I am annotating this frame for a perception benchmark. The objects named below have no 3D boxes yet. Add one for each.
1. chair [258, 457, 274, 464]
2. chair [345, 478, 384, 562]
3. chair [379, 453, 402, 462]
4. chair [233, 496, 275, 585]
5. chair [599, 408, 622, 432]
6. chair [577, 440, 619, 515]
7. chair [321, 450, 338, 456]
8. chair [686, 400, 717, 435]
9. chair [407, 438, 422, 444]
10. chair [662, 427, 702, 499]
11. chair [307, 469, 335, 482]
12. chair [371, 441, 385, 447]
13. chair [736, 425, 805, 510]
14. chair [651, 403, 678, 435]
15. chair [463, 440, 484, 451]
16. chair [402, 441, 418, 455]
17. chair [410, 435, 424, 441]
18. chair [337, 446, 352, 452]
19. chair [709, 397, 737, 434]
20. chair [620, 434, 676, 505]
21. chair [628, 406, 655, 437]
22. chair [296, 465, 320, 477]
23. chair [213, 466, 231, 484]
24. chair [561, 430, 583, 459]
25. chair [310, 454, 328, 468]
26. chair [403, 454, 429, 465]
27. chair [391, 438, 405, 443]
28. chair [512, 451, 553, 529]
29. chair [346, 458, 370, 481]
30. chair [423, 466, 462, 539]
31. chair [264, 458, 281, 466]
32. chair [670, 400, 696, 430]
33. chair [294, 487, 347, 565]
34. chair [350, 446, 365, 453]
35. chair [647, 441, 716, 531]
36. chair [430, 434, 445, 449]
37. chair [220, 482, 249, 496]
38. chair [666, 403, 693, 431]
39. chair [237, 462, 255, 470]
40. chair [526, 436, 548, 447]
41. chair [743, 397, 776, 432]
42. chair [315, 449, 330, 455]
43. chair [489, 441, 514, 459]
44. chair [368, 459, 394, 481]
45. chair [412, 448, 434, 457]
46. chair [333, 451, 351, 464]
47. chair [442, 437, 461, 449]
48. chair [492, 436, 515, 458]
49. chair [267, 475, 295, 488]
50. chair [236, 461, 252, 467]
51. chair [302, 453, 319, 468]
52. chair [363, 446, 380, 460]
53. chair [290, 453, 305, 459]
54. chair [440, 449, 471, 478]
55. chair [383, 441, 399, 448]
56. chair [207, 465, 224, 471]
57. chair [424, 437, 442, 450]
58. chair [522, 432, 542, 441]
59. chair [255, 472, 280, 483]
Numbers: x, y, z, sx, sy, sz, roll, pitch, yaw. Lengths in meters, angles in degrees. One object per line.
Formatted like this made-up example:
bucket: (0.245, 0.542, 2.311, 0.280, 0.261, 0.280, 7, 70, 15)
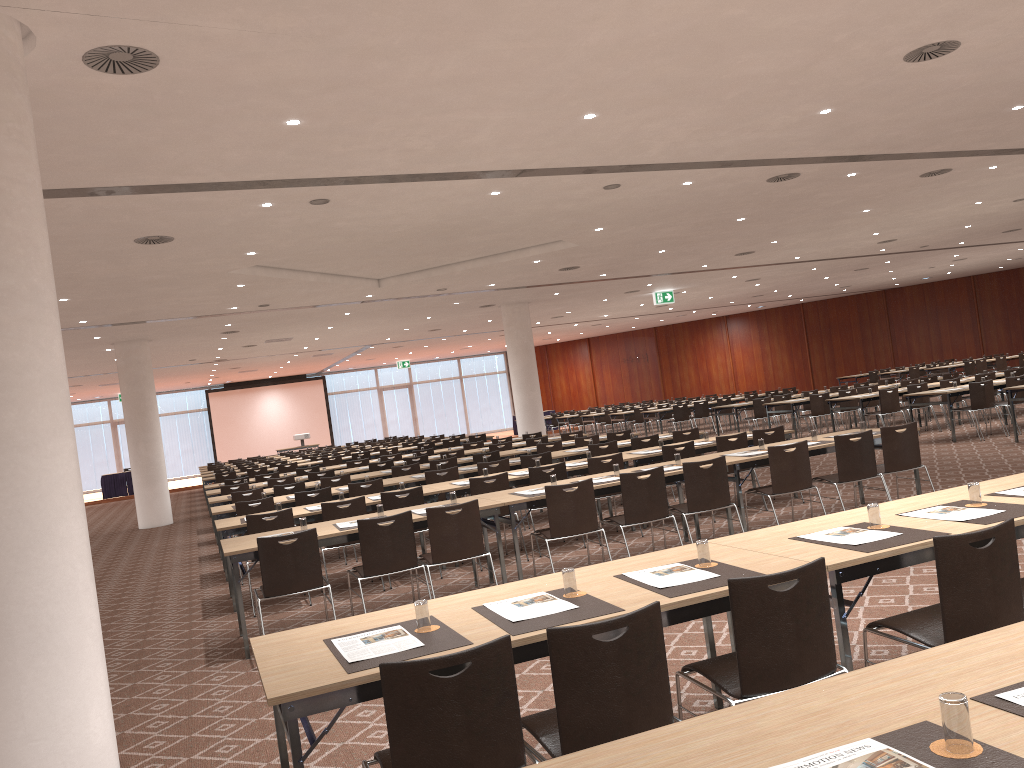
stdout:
chair: (-7.026, 2.598, 25.520, 0.535, 0.939, 0.614, -8, 0, -18)
chair: (-1.795, 1.658, 10.996, 0.535, 0.939, 0.614, -8, 0, -22)
chair: (-2.321, 1.825, 17.144, 0.535, 0.939, 0.614, -8, 0, -20)
chair: (-2.995, 1.815, 10.470, 0.535, 0.939, 0.614, -8, 0, -21)
chair: (3.013, 1.247, 27.163, 0.535, 0.939, 0.614, -8, 0, -21)
chair: (1.231, 1.261, 12.114, 0.535, 0.939, 0.614, -8, 0, -19)
chair: (-4.943, 2.293, 24.205, 0.535, 0.939, 0.614, -8, 0, -20)
chair: (4.995, 0.920, 23.574, 0.535, 0.939, 0.614, -8, 0, -19)
chair: (-2.724, 2.000, 24.943, 0.535, 0.939, 0.614, -8, 0, -18)
chair: (2.417, 1.104, 12.507, 0.535, 0.939, 0.614, -8, 0, -23)
chair: (-3.118, 1.896, 14.684, 0.535, 0.939, 0.614, -8, 0, -18)
chair: (-4.001, 2.200, 26.601, 0.535, 0.939, 0.614, -8, 0, -20)
chair: (3.042, 0.990, 10.654, 0.535, 0.939, 0.614, -8, 0, -18)
chair: (4.330, 1.039, 25.371, 0.535, 0.939, 0.614, -8, 0, -18)
chair: (-0.761, 1.619, 17.684, 0.535, 0.939, 0.614, -8, 0, -21)
chair: (-2.607, 1.952, 22.857, 0.535, 0.939, 0.614, -8, 0, -22)
chair: (-2.870, 2.052, 27.019, 0.535, 0.939, 0.614, -8, 0, -19)
chair: (-4.953, 2.327, 26.331, 0.535, 0.939, 0.614, -8, 0, -23)
chair: (5.632, 0.835, 23.723, 0.535, 0.939, 0.614, -8, 0, -20)
chair: (1.817, 1.182, 12.249, 0.535, 0.939, 0.614, -8, 0, -20)
chair: (3.651, 1.131, 25.270, 0.535, 0.939, 0.614, -8, 0, -19)
chair: (-3.792, 2.019, 16.646, 0.535, 0.939, 0.614, -8, 0, -19)
chair: (-7.553, 2.636, 23.241, 0.535, 0.939, 0.614, -8, 0, -23)
chair: (1.091, 1.344, 16.276, 0.535, 0.939, 0.614, -8, 0, -20)
chair: (-4.766, 2.235, 22.060, 0.535, 0.939, 0.614, -8, 0, -20)
chair: (-1.633, 1.701, 15.232, 0.535, 0.939, 0.614, -8, 0, -19)
chair: (-3.443, 2.128, 26.844, 0.535, 0.939, 0.614, -8, 0, -23)
chair: (0.323, 1.379, 11.733, 0.535, 0.939, 0.614, -8, 0, -17)
chair: (-2.902, 1.901, 16.893, 0.535, 0.939, 0.614, -8, 0, -18)
chair: (-0.876, 1.537, 11.290, 0.535, 0.939, 0.614, -8, 0, -18)
chair: (-6.335, 2.474, 23.609, 0.535, 0.939, 0.614, -8, 0, -23)
chair: (4.925, 0.962, 25.677, 0.535, 0.939, 0.614, -8, 0, -21)
chair: (-2.369, 1.733, 10.739, 0.535, 0.939, 0.614, -8, 0, -19)
chair: (-4.222, 2.197, 24.390, 0.535, 0.939, 0.614, -8, 0, -21)
chair: (1.867, 1.143, 10.138, 0.535, 0.939, 0.614, -8, 0, -23)
chair: (-2.115, 1.920, 25.205, 0.535, 0.939, 0.614, -8, 0, -21)
chair: (-4.418, 2.069, 14.285, 0.535, 0.939, 0.614, -8, 0, -20)
chair: (4.391, 0.998, 23.264, 0.535, 0.939, 0.614, -8, 0, -18)
chair: (-6.963, 2.557, 23.414, 0.535, 0.939, 0.614, -8, 0, -17)
chair: (0.441, 1.429, 15.999, 0.535, 0.939, 0.614, -8, 0, -23)
chair: (5.568, 0.787, 19.981, 0.535, 0.939, 0.614, -8, 0, -20)
chair: (-5.527, 2.401, 26.074, 0.535, 0.939, 0.614, -8, 0, -22)
chair: (-0.198, 1.514, 15.844, 0.535, 0.939, 0.614, -8, 0, -19)
chair: (-2.210, 1.778, 15.101, 0.535, 0.939, 0.614, -8, 0, -23)
chair: (-1.734, 1.748, 17.406, 0.535, 0.939, 0.614, -8, 0, -23)
chair: (-4.242, 2.167, 22.290, 0.535, 0.939, 0.614, -8, 0, -21)
chair: (-1.441, 1.766, 21.159, 0.535, 0.939, 0.614, -8, 0, -22)
chair: (-0.199, 1.546, 17.929, 0.535, 0.939, 0.614, -8, 0, -21)
chair: (-3.738, 1.979, 14.492, 0.535, 0.939, 0.614, -8, 0, -22)
chair: (-7.619, 2.677, 25.346, 0.535, 0.939, 0.614, -8, 0, -20)
chair: (-5.418, 2.355, 23.985, 0.535, 0.939, 0.614, -8, 0, -19)
chair: (-3.562, 2.078, 22.586, 0.535, 0.939, 0.614, -8, 0, -22)
chair: (-6.199, 2.489, 25.789, 0.535, 0.939, 0.614, -8, 0, -19)
chair: (-1.031, 1.623, 15.492, 0.535, 0.939, 0.614, -8, 0, -19)
chair: (-3.369, 2.086, 24.787, 0.535, 0.939, 0.614, -8, 0, -19)
chair: (-8.308, 2.766, 25.009, 0.535, 0.939, 0.614, -8, 0, -19)
chair: (-2.054, 1.880, 23.099, 0.535, 0.939, 0.614, -8, 0, -21)
chair: (0.403, 1.466, 18.114, 0.535, 0.939, 0.614, -8, 0, -23)
chair: (-4.465, 2.106, 16.315, 0.535, 0.939, 0.614, -8, 0, -22)
